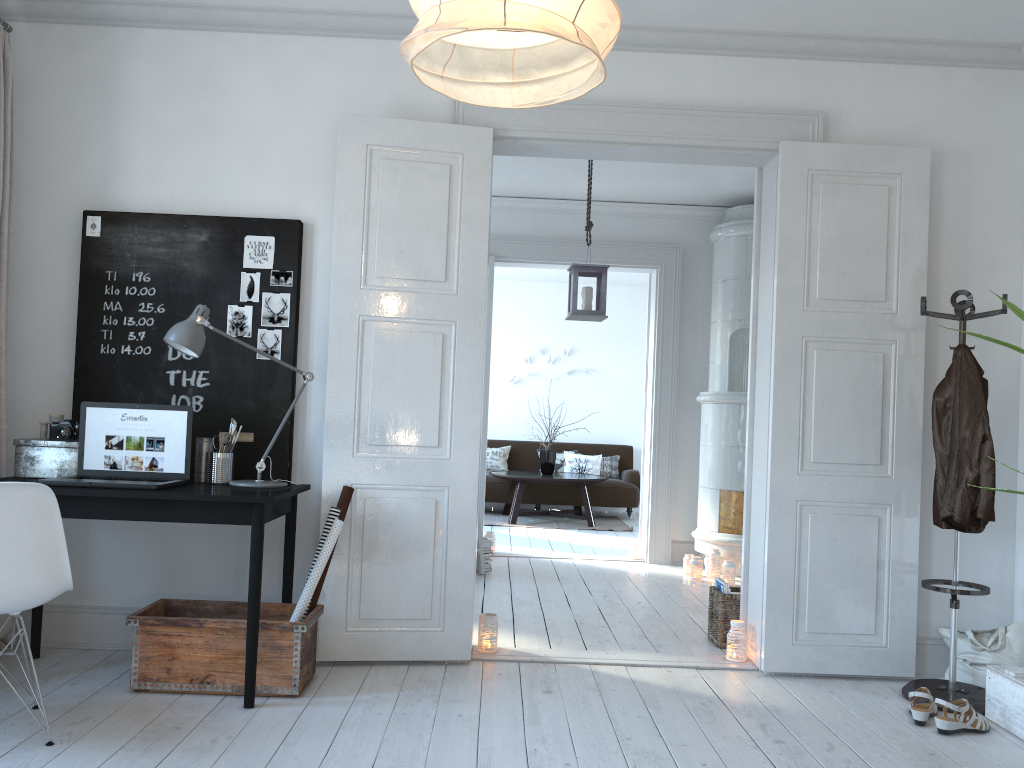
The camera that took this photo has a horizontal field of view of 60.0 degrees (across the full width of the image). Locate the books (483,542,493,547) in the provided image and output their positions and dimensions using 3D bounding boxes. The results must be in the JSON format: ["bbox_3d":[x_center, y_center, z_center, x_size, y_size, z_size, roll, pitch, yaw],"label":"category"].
[{"bbox_3d":[-0.242,1.128,6.294,0.128,0.026,0.200,4,-3,-29],"label":"books"}]

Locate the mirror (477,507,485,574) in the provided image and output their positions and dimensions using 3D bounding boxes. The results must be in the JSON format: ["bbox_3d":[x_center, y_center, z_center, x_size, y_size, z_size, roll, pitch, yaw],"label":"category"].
[{"bbox_3d":[-0.497,0.553,6.127,0.611,1.488,0.417,3,-2,-36],"label":"mirror"}]

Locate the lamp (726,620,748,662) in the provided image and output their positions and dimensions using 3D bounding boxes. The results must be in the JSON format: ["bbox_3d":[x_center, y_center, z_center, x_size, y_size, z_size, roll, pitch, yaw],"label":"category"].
[{"bbox_3d":[1.032,1.180,4.070,0.093,0.179,0.093,3,-2,-18],"label":"lamp"}]

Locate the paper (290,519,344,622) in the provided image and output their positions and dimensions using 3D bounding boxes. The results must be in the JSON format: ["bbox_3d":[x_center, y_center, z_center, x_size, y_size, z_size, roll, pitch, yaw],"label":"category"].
[{"bbox_3d":[-0.814,0.844,3.487,0.283,0.626,0.041,3,-2,-23],"label":"paper"}]

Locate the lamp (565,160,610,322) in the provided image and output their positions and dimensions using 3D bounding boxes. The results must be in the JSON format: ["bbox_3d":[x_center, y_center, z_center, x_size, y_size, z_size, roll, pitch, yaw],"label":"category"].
[{"bbox_3d":[0.489,-1.277,5.440,0.228,1.761,0.228,2,-1,-4],"label":"lamp"}]

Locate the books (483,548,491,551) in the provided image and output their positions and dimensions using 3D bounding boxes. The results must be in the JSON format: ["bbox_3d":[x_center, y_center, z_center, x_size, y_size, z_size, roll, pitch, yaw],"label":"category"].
[{"bbox_3d":[-0.251,1.166,6.302,0.128,0.016,0.177,4,-3,-34],"label":"books"}]

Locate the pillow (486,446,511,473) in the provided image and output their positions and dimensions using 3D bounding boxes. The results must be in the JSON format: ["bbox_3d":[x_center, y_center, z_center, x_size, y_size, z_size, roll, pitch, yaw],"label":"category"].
[{"bbox_3d":[-0.272,0.908,10.537,0.519,0.367,0.239,2,-2,-1],"label":"pillow"}]

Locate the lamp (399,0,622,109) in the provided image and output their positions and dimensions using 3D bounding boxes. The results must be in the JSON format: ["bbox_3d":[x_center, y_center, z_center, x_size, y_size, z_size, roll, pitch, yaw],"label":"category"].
[{"bbox_3d":[0.021,-1.084,1.381,0.338,1.230,0.341,2,-2,30],"label":"lamp"}]

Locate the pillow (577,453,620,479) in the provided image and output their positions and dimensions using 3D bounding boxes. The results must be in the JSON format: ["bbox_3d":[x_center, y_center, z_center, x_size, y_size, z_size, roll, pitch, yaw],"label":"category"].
[{"bbox_3d":[1.026,0.977,10.555,0.542,0.287,0.183,2,-2,0],"label":"pillow"}]

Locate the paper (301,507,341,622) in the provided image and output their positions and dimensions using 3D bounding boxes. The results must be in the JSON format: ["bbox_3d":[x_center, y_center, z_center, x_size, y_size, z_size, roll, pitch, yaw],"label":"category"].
[{"bbox_3d":[-0.814,0.830,3.547,0.043,0.668,0.266,1,-2,44],"label":"paper"}]

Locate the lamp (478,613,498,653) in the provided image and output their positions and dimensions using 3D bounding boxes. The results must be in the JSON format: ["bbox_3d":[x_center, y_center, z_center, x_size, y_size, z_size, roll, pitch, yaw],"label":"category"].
[{"bbox_3d":[-0.109,1.135,4.039,0.089,0.166,0.089,3,-2,-8],"label":"lamp"}]

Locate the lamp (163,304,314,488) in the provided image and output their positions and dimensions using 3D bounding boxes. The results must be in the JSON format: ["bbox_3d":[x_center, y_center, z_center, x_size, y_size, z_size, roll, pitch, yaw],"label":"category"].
[{"bbox_3d":[-1.102,0.055,3.593,0.617,0.715,0.230,3,-2,-30],"label":"lamp"}]

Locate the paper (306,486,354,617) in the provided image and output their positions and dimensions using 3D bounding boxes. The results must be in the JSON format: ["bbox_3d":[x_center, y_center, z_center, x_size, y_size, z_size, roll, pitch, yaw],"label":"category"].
[{"bbox_3d":[-0.787,0.791,3.619,0.048,0.746,0.297,1,-2,44],"label":"paper"}]

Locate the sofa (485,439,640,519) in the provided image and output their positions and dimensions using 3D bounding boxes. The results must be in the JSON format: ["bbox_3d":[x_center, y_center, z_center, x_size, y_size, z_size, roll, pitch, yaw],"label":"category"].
[{"bbox_3d":[0.389,1.098,10.436,2.165,0.824,0.969,2,-2,-1],"label":"sofa"}]

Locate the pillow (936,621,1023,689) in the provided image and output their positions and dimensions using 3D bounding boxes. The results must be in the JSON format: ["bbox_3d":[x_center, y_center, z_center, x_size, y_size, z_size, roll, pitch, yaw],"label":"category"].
[{"bbox_3d":[2.033,1.150,3.797,0.317,0.314,0.273,2,-2,0],"label":"pillow"}]

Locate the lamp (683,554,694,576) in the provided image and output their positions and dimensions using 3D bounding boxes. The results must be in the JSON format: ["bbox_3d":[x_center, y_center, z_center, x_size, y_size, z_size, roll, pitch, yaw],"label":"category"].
[{"bbox_3d":[1.288,1.315,6.449,0.084,0.146,0.084,2,-2,4],"label":"lamp"}]

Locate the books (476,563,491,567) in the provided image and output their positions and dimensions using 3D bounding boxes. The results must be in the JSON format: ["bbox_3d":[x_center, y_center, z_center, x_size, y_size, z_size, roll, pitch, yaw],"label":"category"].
[{"bbox_3d":[-0.256,1.275,6.296,0.180,0.016,0.128,0,-3,44],"label":"books"}]

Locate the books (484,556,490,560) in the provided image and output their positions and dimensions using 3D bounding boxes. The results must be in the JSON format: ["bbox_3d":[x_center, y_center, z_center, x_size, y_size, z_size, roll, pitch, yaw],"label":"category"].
[{"bbox_3d":[-0.262,1.227,6.300,0.167,0.022,0.128,1,-3,33],"label":"books"}]

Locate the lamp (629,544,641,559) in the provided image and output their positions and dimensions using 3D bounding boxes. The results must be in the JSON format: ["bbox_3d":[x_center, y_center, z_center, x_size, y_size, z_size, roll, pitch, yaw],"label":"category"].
[{"bbox_3d":[0.978,1.339,7.072,0.093,0.110,0.093,2,-2,16],"label":"lamp"}]

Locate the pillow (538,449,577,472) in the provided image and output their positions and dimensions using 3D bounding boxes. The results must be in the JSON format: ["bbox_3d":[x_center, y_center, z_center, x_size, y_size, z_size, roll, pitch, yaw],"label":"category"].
[{"bbox_3d":[0.534,0.952,10.511,0.473,0.347,0.158,2,-2,-3],"label":"pillow"}]

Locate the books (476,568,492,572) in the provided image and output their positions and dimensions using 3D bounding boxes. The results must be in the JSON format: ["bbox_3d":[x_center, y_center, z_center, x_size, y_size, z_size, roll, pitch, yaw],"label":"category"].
[{"bbox_3d":[-0.253,1.309,6.300,0.178,0.016,0.128,1,-3,37],"label":"books"}]

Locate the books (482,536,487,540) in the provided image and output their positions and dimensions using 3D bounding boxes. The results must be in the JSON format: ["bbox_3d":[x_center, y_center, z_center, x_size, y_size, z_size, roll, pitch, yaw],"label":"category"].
[{"bbox_3d":[-0.255,1.091,6.311,0.111,0.014,0.156,3,-3,-21],"label":"books"}]

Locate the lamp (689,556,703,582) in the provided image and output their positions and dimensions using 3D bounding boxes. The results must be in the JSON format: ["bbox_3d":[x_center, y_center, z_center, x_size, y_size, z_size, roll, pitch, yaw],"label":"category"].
[{"bbox_3d":[1.292,1.296,6.218,0.089,0.166,0.089,2,-2,1],"label":"lamp"}]

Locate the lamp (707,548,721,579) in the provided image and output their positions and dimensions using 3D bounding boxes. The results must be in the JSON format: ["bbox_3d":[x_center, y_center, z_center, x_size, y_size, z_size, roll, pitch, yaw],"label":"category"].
[{"bbox_3d":[1.448,1.286,6.354,0.098,0.210,0.098,2,-2,4],"label":"lamp"}]

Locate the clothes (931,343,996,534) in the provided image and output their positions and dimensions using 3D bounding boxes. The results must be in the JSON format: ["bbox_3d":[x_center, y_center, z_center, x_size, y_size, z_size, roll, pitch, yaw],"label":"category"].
[{"bbox_3d":[1.821,0.219,3.571,0.237,0.770,0.211,1,-2,32],"label":"clothes"}]

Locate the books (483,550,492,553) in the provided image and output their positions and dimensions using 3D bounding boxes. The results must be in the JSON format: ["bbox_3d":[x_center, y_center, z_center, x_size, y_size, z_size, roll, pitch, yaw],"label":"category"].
[{"bbox_3d":[-0.248,1.184,6.303,0.178,0.016,0.128,0,-3,42],"label":"books"}]

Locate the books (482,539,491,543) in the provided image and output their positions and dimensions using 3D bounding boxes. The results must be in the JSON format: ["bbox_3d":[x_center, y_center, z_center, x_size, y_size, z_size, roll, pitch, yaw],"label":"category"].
[{"bbox_3d":[-0.247,1.107,6.298,0.132,0.017,0.187,4,-3,-28],"label":"books"}]

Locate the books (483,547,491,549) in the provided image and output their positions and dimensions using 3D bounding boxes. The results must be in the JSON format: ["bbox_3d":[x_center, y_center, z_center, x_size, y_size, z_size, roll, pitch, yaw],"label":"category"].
[{"bbox_3d":[-0.251,1.150,6.300,0.128,0.016,0.181,4,-3,-30],"label":"books"}]

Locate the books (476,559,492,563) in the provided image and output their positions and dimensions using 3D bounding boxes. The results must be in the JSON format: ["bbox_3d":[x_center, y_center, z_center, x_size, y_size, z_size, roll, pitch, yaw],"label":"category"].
[{"bbox_3d":[-0.254,1.247,6.296,0.187,0.017,0.132,1,-3,36],"label":"books"}]

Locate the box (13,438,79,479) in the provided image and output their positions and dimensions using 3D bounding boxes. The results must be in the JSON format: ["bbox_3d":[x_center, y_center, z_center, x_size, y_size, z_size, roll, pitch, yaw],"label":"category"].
[{"bbox_3d":[-1.851,0.305,3.625,0.317,0.152,0.193,2,-2,-1],"label":"box"}]

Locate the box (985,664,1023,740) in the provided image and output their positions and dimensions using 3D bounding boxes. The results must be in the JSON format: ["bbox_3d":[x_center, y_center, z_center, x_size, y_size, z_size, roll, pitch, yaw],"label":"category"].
[{"bbox_3d":[1.999,1.167,3.099,0.376,0.218,0.642,2,-2,-1],"label":"box"}]

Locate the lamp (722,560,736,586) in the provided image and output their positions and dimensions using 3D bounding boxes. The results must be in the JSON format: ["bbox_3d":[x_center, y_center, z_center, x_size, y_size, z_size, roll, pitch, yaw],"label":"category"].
[{"bbox_3d":[1.494,1.300,6.108,0.089,0.166,0.089,2,-2,-2],"label":"lamp"}]

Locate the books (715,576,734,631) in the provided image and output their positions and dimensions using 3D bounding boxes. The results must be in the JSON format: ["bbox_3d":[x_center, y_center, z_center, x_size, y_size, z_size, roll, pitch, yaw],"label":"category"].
[{"bbox_3d":[1.130,1.133,4.438,0.201,0.300,0.180,2,-2,-1],"label":"books"}]

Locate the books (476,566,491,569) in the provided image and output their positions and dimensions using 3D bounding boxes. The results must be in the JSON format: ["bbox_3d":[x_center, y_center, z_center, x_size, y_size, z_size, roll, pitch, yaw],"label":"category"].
[{"bbox_3d":[-0.257,1.292,6.299,0.176,0.016,0.128,0,-3,40],"label":"books"}]

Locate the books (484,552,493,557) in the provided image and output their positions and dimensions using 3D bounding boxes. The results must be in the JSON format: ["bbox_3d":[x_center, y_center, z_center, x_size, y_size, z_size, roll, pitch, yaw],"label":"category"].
[{"bbox_3d":[-0.248,1.204,6.294,0.193,0.022,0.128,1,-3,32],"label":"books"}]

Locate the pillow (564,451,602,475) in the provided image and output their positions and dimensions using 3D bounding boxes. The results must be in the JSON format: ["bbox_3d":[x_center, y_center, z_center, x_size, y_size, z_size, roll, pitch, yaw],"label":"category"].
[{"bbox_3d":[0.827,0.951,10.440,0.471,0.309,0.188,2,-2,0],"label":"pillow"}]

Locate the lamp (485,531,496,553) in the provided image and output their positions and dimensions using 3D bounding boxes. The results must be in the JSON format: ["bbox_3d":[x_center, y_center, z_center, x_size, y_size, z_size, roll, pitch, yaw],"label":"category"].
[{"bbox_3d":[-0.175,1.262,7.064,0.089,0.166,0.089,2,-2,-2],"label":"lamp"}]
